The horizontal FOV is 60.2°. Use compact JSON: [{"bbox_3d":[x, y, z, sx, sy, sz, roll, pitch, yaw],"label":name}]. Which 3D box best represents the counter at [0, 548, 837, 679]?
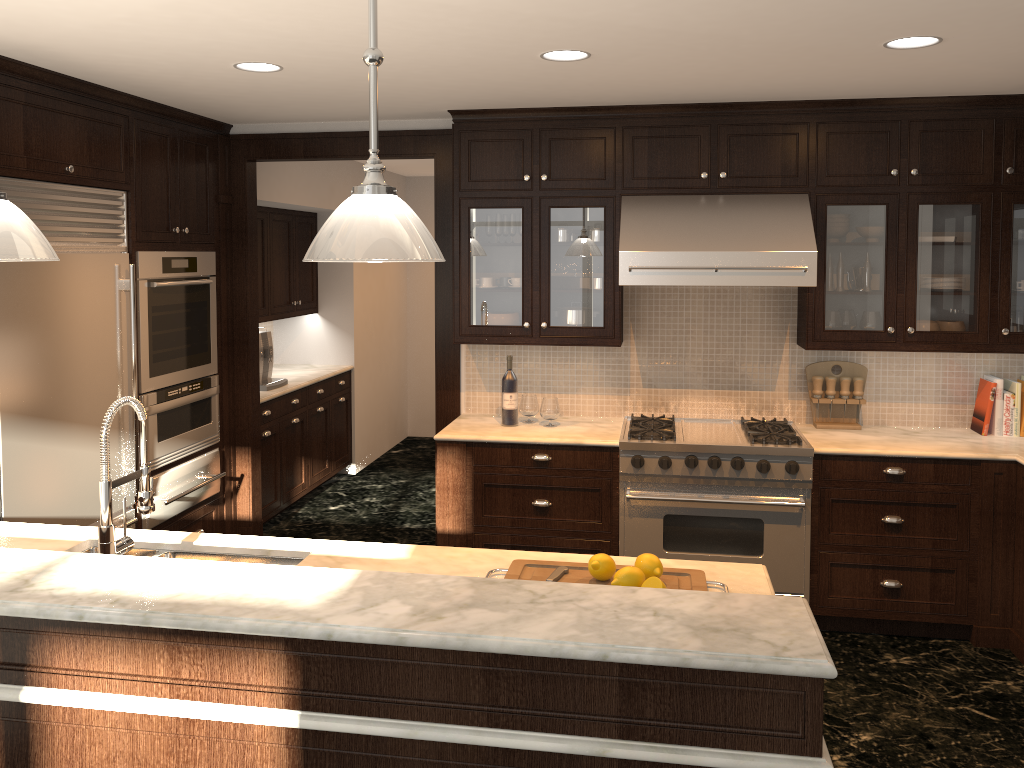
[{"bbox_3d":[-0.798,0.458,1.974,2.854,0.032,0.331,1,8,10],"label":"counter"}]

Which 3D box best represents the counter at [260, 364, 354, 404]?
[{"bbox_3d":[-1.806,-0.013,6.430,0.709,0.032,1.871,1,8,9],"label":"counter"}]

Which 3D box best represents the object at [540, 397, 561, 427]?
[{"bbox_3d":[0.204,0.150,4.704,0.112,0.150,0.113,0,5,2],"label":"object"}]

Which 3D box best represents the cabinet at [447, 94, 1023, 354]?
[{"bbox_3d":[1.178,-0.677,3.638,3.366,1.248,2.326,1,7,10],"label":"cabinet"}]

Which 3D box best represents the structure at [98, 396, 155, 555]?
[{"bbox_3d":[-1.052,0.296,2.417,0.051,0.528,0.245,0,4,9],"label":"structure"}]

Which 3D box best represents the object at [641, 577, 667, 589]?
[{"bbox_3d":[0.366,0.529,2.257,0.063,0.068,0.074,-3,7,-28],"label":"object"}]

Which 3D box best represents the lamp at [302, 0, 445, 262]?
[{"bbox_3d":[-0.309,-0.665,1.968,0.317,0.779,0.319,2,4,24],"label":"lamp"}]

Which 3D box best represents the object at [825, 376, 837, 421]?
[{"bbox_3d":[1.681,0.076,4.657,0.061,0.236,0.061,-1,4,-21],"label":"object"}]

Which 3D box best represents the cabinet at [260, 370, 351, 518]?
[{"bbox_3d":[-1.483,0.384,6.396,0.057,0.741,1.806,1,8,9],"label":"cabinet"}]

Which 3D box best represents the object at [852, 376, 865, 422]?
[{"bbox_3d":[1.817,0.079,4.634,0.061,0.236,0.061,-2,4,-27],"label":"object"}]

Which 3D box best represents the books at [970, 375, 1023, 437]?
[{"bbox_3d":[2.683,0.102,4.493,0.603,0.310,0.195,1,5,9],"label":"books"}]

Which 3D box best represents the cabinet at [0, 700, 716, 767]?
[{"bbox_3d":[-0.741,1.027,2.368,2.847,0.908,1.034,1,6,10],"label":"cabinet"}]

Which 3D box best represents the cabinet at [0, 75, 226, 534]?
[{"bbox_3d":[-2.137,-0.116,4.314,0.757,2.408,1.856,1,5,9],"label":"cabinet"}]

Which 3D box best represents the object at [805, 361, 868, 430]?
[{"bbox_3d":[1.718,0.057,4.660,0.316,0.347,0.111,1,4,9],"label":"object"}]

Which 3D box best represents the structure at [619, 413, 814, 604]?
[{"bbox_3d":[1.022,0.634,4.556,0.906,0.833,0.724,1,5,10],"label":"structure"}]

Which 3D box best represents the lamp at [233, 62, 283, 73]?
[{"bbox_3d":[-1.040,-1.363,3.617,0.198,0.136,0.199,2,7,14],"label":"lamp"}]

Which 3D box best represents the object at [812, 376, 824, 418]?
[{"bbox_3d":[1.615,0.070,4.667,0.061,0.227,0.061,-1,3,-9],"label":"object"}]

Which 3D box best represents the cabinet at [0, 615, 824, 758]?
[{"bbox_3d":[-0.809,0.549,1.981,2.836,0.152,0.295,1,7,10],"label":"cabinet"}]

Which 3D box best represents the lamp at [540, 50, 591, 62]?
[{"bbox_3d":[0.206,-1.333,3.408,0.198,0.136,0.199,-3,7,-25],"label":"lamp"}]

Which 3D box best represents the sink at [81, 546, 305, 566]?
[{"bbox_3d":[-1.019,0.672,2.613,0.800,0.211,0.461,1,8,9],"label":"sink"}]

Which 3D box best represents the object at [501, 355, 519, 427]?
[{"bbox_3d":[-0.012,0.034,4.719,0.094,0.376,0.095,2,4,25],"label":"object"}]

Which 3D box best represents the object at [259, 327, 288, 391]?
[{"bbox_3d":[-1.818,-0.178,6.099,0.447,0.404,0.346,1,5,10],"label":"object"}]

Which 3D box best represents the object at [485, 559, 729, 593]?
[{"bbox_3d":[0.243,0.558,2.361,0.667,0.021,0.388,1,8,9],"label":"object"}]

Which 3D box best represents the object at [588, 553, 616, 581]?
[{"bbox_3d":[0.248,0.503,2.428,0.079,0.073,0.083,0,6,-3],"label":"object"}]

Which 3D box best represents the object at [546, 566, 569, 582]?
[{"bbox_3d":[0.095,0.545,2.346,0.042,0.014,0.333,3,9,20],"label":"object"}]

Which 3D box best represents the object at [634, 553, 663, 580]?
[{"bbox_3d":[0.376,0.503,2.423,0.083,0.071,0.081,3,7,25],"label":"object"}]

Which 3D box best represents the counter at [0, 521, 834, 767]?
[{"bbox_3d":[-0.745,0.588,2.342,2.868,0.032,1.063,1,8,10],"label":"counter"}]

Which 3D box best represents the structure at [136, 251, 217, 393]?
[{"bbox_3d":[-2.022,-0.363,4.760,0.614,0.697,0.763,1,6,9],"label":"structure"}]

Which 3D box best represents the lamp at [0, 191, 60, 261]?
[{"bbox_3d":[-1.280,-0.689,2.131,0.317,0.779,0.319,2,4,24],"label":"lamp"}]

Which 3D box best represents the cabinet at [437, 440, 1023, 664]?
[{"bbox_3d":[1.174,0.844,3.714,3.367,0.875,2.334,1,8,9],"label":"cabinet"}]

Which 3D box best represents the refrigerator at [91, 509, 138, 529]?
[{"bbox_3d":[-1.943,0.959,3.916,0.146,0.568,0.910,1,7,9],"label":"refrigerator"}]

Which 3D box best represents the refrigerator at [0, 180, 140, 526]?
[{"bbox_3d":[-2.209,0.189,3.921,0.687,2.110,0.895,1,4,10],"label":"refrigerator"}]

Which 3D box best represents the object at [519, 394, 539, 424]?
[{"bbox_3d":[0.093,0.134,4.811,0.112,0.150,0.113,0,5,2],"label":"object"}]

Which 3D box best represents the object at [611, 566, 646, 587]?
[{"bbox_3d":[0.309,0.517,2.325,0.081,0.071,0.083,2,6,20],"label":"object"}]

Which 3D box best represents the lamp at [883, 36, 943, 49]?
[{"bbox_3d":[1.452,-1.302,3.198,0.198,0.136,0.198,7,9,44],"label":"lamp"}]

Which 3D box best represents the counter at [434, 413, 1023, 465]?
[{"bbox_3d":[1.174,0.390,3.690,3.367,0.032,2.334,1,8,9],"label":"counter"}]

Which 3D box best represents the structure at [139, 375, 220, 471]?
[{"bbox_3d":[-2.067,0.188,4.797,0.665,0.386,0.769,1,7,9],"label":"structure"}]

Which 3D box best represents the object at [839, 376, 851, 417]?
[{"bbox_3d":[1.751,0.072,4.645,0.061,0.225,0.061,-1,4,-21],"label":"object"}]

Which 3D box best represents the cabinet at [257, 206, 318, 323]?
[{"bbox_3d":[-1.944,-0.869,6.407,0.432,0.821,1.871,1,8,9],"label":"cabinet"}]

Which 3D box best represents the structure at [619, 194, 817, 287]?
[{"bbox_3d":[1.027,-0.750,4.509,0.931,0.475,0.644,1,7,10],"label":"structure"}]
